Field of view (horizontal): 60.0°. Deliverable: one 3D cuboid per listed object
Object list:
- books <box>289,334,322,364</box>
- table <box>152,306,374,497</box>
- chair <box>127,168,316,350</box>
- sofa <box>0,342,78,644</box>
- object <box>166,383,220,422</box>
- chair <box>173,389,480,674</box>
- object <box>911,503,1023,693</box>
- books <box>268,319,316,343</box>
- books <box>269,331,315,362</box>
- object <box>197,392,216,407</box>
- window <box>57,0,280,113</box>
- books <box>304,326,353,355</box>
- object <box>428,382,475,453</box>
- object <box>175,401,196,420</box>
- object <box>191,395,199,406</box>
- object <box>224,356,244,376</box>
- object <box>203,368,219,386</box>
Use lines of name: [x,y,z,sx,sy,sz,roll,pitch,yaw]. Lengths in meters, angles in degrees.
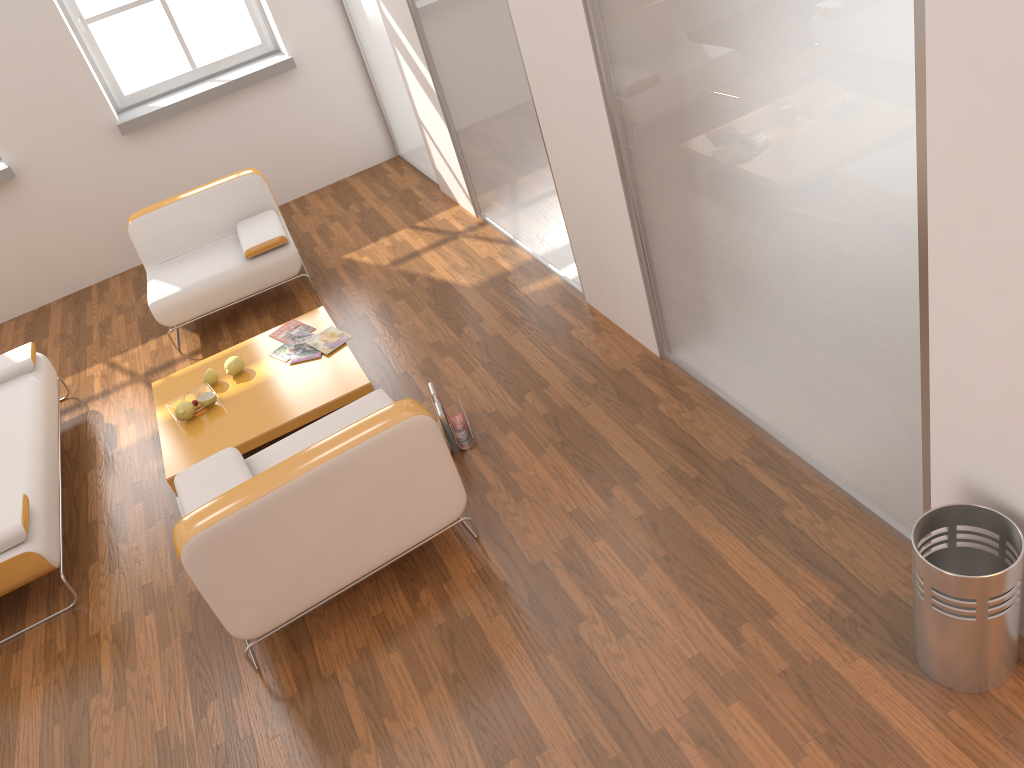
books: [-1.049,-0.187,4.575,0.171,0.004,0.249,-14,34,8]
table: [-1.277,0.052,4.489,1.000,0.150,1.000,-26,34,-11]
chair: [-1.837,-0.810,5.542,0.923,0.661,0.825,-24,34,-9]
sofa: [-2.622,0.402,4.176,0.825,0.661,2.010,-27,34,-13]
object: [-1.566,0.105,4.373,0.227,0.048,0.227,-32,36,-20]
chair: [-0.755,0.379,3.295,0.923,0.661,0.825,-29,35,-16]
object: [1.173,0.556,2.294,0.248,0.450,0.248,-1,37,25]
books: [-1.188,-0.280,4.785,0.171,0.004,0.249,-38,38,-27]
books: [-1.137,-0.200,4.644,0.171,0.004,0.249,16,46,41]
object: [-1.493,0.082,4.357,0.092,0.065,0.091,5,40,31]
window: [-2.597,-2.973,6.259,1.308,1.737,0.142,-26,34,-11]
books: [-0.947,-0.228,4.578,0.171,0.004,0.249,-37,37,-25]
object: [-0.296,0.146,3.816,0.189,0.217,0.281,-21,33,-4]
object: [-1.582,0.128,4.298,0.101,0.095,0.102,11,43,37]
object: [-1.590,0.097,4.390,0.134,0.037,0.061,-22,33,-5]
object: [-1.427,-0.094,4.553,0.105,0.091,0.103,-30,35,-16]
object: [-1.541,-0.035,4.527,0.080,0.087,0.094,-11,34,12]
